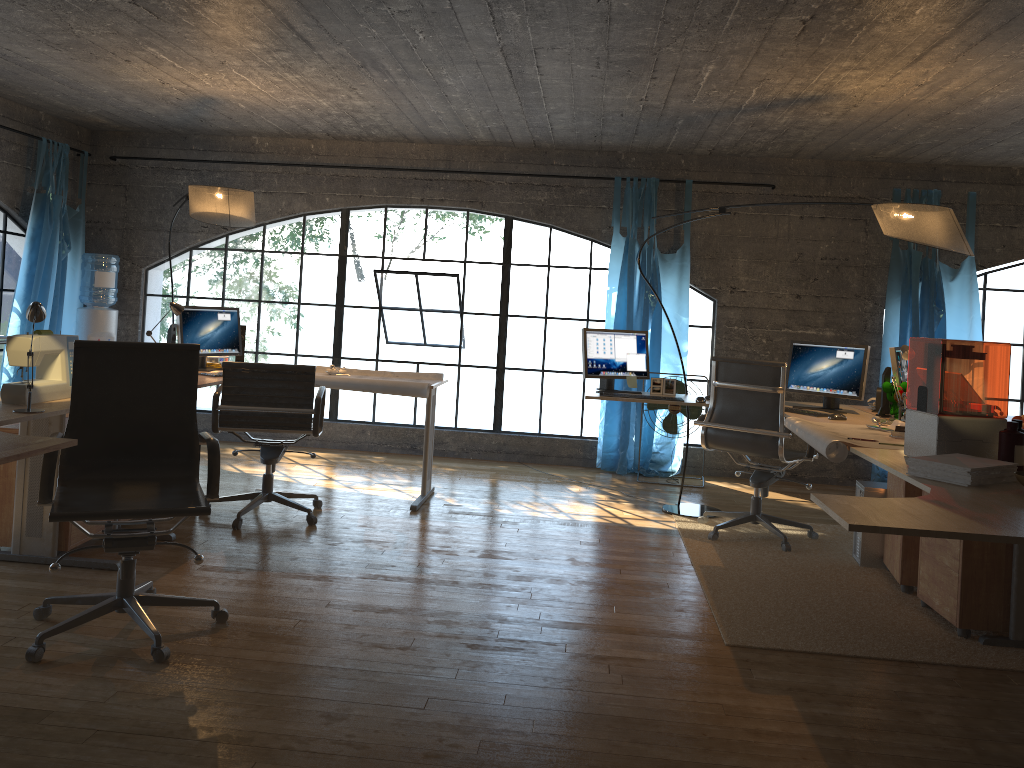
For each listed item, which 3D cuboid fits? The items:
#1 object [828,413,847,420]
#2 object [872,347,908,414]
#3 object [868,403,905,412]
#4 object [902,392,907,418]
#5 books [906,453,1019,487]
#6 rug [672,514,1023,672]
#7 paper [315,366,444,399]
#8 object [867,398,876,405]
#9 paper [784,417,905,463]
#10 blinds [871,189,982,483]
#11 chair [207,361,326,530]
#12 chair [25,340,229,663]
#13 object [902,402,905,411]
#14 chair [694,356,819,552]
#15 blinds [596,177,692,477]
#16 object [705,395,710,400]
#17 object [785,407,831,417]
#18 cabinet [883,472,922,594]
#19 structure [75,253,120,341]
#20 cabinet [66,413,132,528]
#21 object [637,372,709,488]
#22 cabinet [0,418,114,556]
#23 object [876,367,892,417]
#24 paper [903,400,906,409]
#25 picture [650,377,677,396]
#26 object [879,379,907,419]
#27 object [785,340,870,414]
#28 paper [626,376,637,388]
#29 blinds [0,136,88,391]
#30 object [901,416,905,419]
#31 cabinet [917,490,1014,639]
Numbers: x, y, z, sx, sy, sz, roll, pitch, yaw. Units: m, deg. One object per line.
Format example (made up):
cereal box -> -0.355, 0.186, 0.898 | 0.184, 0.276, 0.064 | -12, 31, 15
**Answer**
object -> 1.699, 0.171, 4.609 | 0.101, 0.034, 0.059 | 2, 4, -20
object -> 2.252, -0.020, 5.114 | 0.286, 0.390, 0.469 | 4, 3, 30
object -> 2.241, 0.142, 5.279 | 0.204, 0.036, 0.205 | 4, 5, 3
object -> 2.109, 0.125, 4.674 | 0.084, 0.159, 0.082 | 3, 0, -6
books -> 1.502, 0.283, 2.948 | 0.309, 0.058, 0.222 | 0, 5, -34
rug -> 1.697, 0.944, 4.338 | 1.601, 0.005, 2.207 | 4, 5, 5
paper -> -0.891, -0.019, 5.461 | 0.851, 0.113, 0.583 | 4, 5, 5
object -> 2.221, 0.107, 5.282 | 0.144, 0.032, 0.152 | 4, 5, 10
paper -> 1.610, 0.247, 4.002 | 0.582, 0.113, 0.853 | 4, 5, 5
blinds -> 3.190, -0.253, 6.612 | 0.859, 2.420, 0.260 | 3, -1, 14
chair -> -1.372, 0.297, 4.893 | 0.652, 0.859, 0.686 | 3, 1, -8
chair -> -1.322, 0.370, 3.152 | 0.651, 1.015, 0.687 | 3, 1, -26
object -> 2.359, 0.021, 5.366 | 0.085, 0.278, 0.085 | 3, 0, 5
chair -> 1.393, 0.360, 5.082 | 0.655, 1.015, 0.683 | 4, 1, 39
blinds -> 1.048, -0.453, 6.824 | 0.667, 2.298, 0.257 | 3, -1, 0
object -> 1.298, 0.061, 5.352 | 0.280, 0.081, 0.411 | 7, 6, 37
object -> 1.575, 0.147, 4.932 | 0.186, 0.011, 0.492 | 0, 6, -30
cabinet -> 2.073, 0.693, 4.221 | 0.473, 0.572, 0.425 | 4, 1, 13
structure -> -3.383, -0.318, 7.168 | 0.327, 1.477, 0.326 | 3, 0, 25
cabinet -> -2.057, 0.427, 4.590 | 0.472, 0.572, 0.425 | 4, 1, 13
object -> 1.226, 0.318, 6.716 | 0.490, 0.802, 0.581 | 3, 1, 10
cabinet -> -2.125, 0.467, 4.075 | 0.426, 0.572, 0.426 | 3, 1, 3
object -> 2.081, 0.043, 4.925 | 0.084, 0.278, 0.085 | 3, 0, -39
paper -> 2.208, 0.121, 4.953 | 0.019, 0.074, 0.078 | 3, 2, 30
picture -> 0.942, 0.016, 5.500 | 0.159, 0.105, 0.032 | 4, 0, 6
object -> 2.110, 0.078, 4.865 | 0.246, 0.220, 0.115 | 2, 1, -35
object -> 1.817, -0.044, 5.113 | 0.285, 0.391, 0.471 | 2, 3, -45
paper -> 0.752, -0.013, 5.525 | 0.077, 0.074, 0.018 | 2, 0, -25
blinds -> -3.509, -0.712, 6.749 | 0.262, 2.285, 0.946 | 3, 0, 1
object -> 2.174, 0.185, 4.789 | 0.132, 0.026, 0.132 | 4, 5, 5
cabinet -> 2.006, 0.733, 3.706 | 0.426, 0.572, 0.427 | 3, 1, 3
